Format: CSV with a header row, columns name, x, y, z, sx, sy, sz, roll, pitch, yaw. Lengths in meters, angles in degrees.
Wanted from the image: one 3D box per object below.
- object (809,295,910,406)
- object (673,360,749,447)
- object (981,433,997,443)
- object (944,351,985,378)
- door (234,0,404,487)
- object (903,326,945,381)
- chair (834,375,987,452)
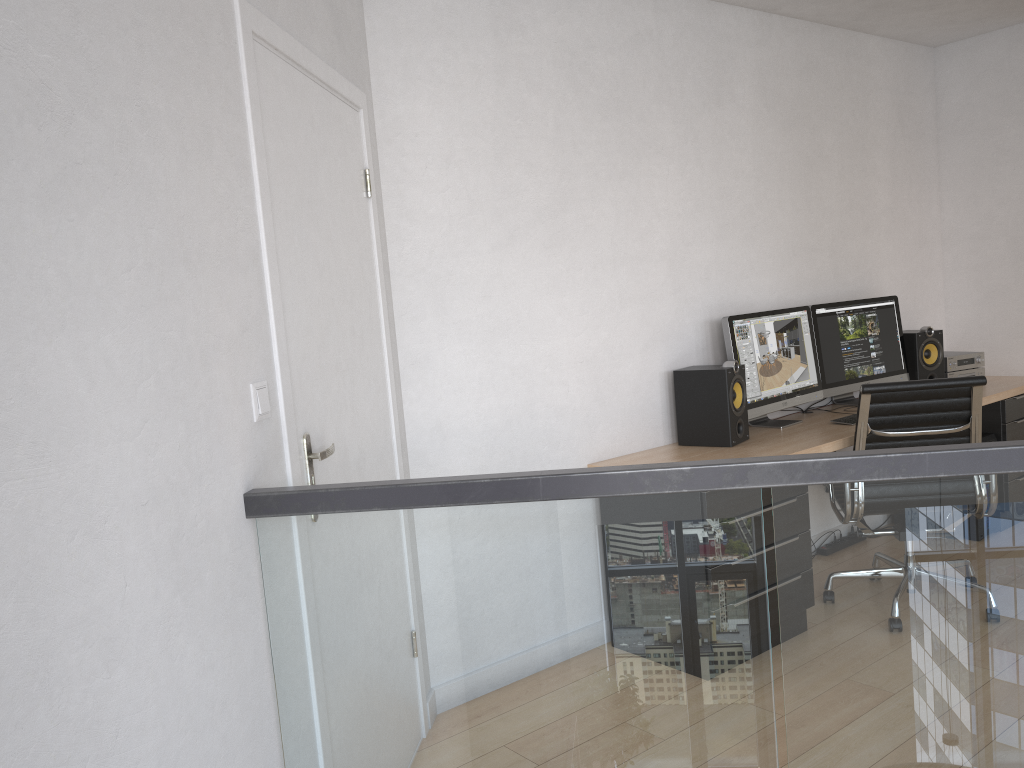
name,x,y,z,sx,sy,sz,roll,pitch,yaw
object,1.780,-0.167,4.589,0.716,0.535,0.190,-8,6,-33
object,0.861,0.078,3.813,0.249,0.354,0.198,-1,7,37
object,2.322,0.529,4.755,0.215,0.527,0.474,-9,7,-38
object,2.451,-0.082,4.988,0.285,0.174,0.270,-7,6,-23
door,-0.441,0.177,2.465,0.085,2.136,0.974,-4,5,7
object,2.204,-0.139,4.869,0.198,0.354,0.249,-7,6,-23
chair,1.638,0.448,3.750,0.664,0.991,0.699,-4,5,13
